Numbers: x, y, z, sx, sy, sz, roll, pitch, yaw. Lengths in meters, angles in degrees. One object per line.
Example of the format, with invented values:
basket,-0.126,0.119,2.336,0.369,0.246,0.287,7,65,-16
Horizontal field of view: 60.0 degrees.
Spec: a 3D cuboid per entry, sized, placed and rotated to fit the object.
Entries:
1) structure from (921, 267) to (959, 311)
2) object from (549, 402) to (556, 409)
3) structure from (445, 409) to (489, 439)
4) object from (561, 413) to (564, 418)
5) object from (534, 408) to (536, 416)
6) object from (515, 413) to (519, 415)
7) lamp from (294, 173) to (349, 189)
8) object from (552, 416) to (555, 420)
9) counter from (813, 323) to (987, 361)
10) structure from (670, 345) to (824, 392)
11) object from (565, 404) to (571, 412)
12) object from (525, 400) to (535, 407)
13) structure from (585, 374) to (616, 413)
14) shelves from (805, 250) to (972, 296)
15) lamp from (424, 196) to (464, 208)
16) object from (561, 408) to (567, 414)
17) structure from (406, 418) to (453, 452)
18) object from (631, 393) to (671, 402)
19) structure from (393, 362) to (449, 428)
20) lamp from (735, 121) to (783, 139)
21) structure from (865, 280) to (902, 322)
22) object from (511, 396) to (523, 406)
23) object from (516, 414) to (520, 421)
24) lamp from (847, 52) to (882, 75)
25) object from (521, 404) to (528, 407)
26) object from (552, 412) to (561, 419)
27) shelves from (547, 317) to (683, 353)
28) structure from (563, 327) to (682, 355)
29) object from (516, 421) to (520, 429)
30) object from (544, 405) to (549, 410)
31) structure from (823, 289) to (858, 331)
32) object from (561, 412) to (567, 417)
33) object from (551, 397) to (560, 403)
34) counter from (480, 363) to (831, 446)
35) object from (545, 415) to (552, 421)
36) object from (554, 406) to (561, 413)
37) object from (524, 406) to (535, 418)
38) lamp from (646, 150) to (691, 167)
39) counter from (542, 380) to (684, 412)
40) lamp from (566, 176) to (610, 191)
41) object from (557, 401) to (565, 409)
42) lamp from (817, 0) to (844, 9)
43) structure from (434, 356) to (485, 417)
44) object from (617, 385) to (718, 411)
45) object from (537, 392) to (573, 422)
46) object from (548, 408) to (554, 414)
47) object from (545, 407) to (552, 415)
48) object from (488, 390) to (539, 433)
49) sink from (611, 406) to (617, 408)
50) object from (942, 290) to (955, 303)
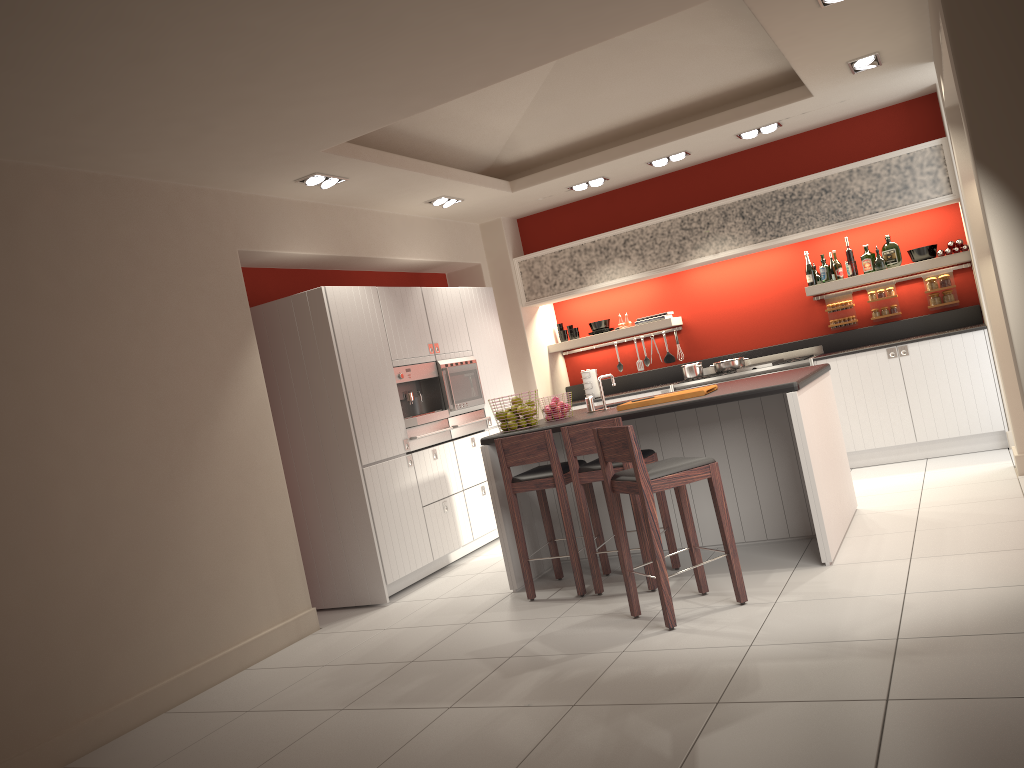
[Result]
structure,3.822,-0.845,7.910,0.255,0.347,0.130,-12,0,27
object,0.277,0.146,6.071,0.048,0.046,0.048,-12,0,-17
structure,-0.374,0.338,7.585,0.128,0.177,0.618,-12,0,27
object,0.343,0.219,6.142,0.040,0.039,0.039,-12,0,-14
object,0.137,0.186,5.930,0.056,0.057,0.055,-12,0,19
object,0.038,0.170,5.985,0.078,0.076,0.071,-12,0,-4
lamp,-1.330,-1.436,6.192,0.199,0.103,0.361,-12,0,27
object,0.289,0.225,6.153,0.050,0.049,0.049,-12,0,-7
counter,3.374,-0.367,7.746,1.359,0.026,0.699,-12,0,27
structure,2.285,0.322,8.310,1.321,1.085,0.778,-12,0,27
object,0.383,0.166,6.168,0.055,0.056,0.055,-12,0,37
object,0.121,0.135,5.958,0.067,0.064,0.067,-12,0,28
structure,0.614,0.071,6.191,0.183,0.249,0.224,-12,0,27
shelves,3.386,-0.990,8.012,1.378,0.083,0.376,-12,0,27
lamp,-0.585,-1.586,7.677,0.199,0.084,0.361,-12,0,27
object,0.360,0.185,6.115,0.046,0.043,0.046,-12,0,-23
structure,-0.655,0.399,7.024,0.128,0.177,0.618,-12,0,27
object,0.909,0.082,5.663,0.302,0.010,0.035,-12,0,-3
structure,-0.858,0.105,7.096,0.452,0.470,0.624,-12,0,27
lamp,2.078,-2.152,7.469,0.361,0.103,0.199,-12,0,27
structure,3.403,-0.758,8.129,0.255,0.347,0.130,-12,0,27
object,0.033,0.119,5.933,0.078,0.080,0.078,-12,0,27
object,0.024,0.233,5.986,0.064,0.060,0.064,-12,0,22
lamp,2.428,-2.223,6.106,0.199,0.090,0.361,-12,0,27
object,0.084,0.161,5.921,0.056,0.054,0.057,-12,0,-2
object,0.310,0.215,6.100,0.062,0.057,0.061,-12,0,27
shelves,1.057,-0.506,9.226,1.378,0.083,0.376,-12,0,27
structure,1.151,-0.451,9.365,1.354,0.034,0.054,-12,0,27
object,0.030,0.274,5.936,0.054,0.054,0.053,-12,0,31
object,0.249,0.171,6.168,0.049,0.049,0.048,-12,0,34
structure,3.074,-0.690,8.300,0.256,0.347,0.130,-12,0,27
object,0.359,0.210,6.202,0.050,0.049,0.049,-12,0,-7
object,0.301,0.116,6.127,0.056,0.058,0.056,-12,0,-18
counter,0.994,0.128,5.967,2.053,0.050,1.416,-12,0,27
object,0.254,0.232,6.125,0.050,0.049,0.049,-12,0,-7
object,0.311,0.175,6.070,0.048,0.046,0.048,-12,0,-14
object,0.111,0.189,5.877,0.082,0.082,0.082,-12,0,-6
lamp,1.379,-2.007,7.833,0.361,0.104,0.199,-12,0,27
counter,1.054,0.115,8.955,1.359,0.026,0.699,-12,0,27
lamp,0.699,-1.865,8.188,0.361,0.109,0.199,-12,0,27
object,0.338,0.146,6.103,0.051,0.055,0.056,-12,0,41
lamp,1.685,-2.066,4.621,0.199,0.085,0.361,-12,0,27
structure,-0.514,0.028,7.619,0.332,0.473,0.610,-12,0,27
object,0.991,0.087,5.648,0.570,0.033,0.373,-12,0,25
object,0.310,0.160,6.146,0.247,0.168,0.248,-12,0,15
object,0.269,0.187,6.083,0.041,0.041,0.040,-12,0,-26
object,0.254,0.188,6.123,0.059,0.059,0.060,-12,0,39
object,0.027,0.184,5.913,0.341,0.232,0.341,-12,0,-30
sink,0.858,0.283,6.325,0.567,0.258,0.516,-12,0,27
object,3.877,-0.776,7.881,0.094,0.120,0.093,-12,0,-42
